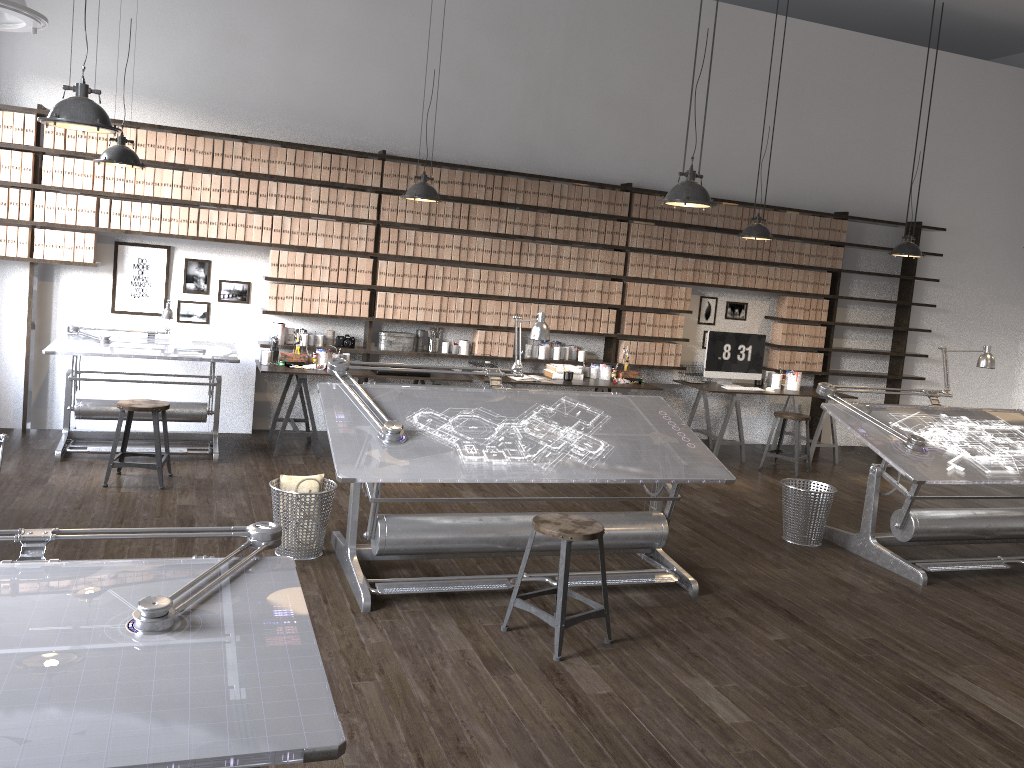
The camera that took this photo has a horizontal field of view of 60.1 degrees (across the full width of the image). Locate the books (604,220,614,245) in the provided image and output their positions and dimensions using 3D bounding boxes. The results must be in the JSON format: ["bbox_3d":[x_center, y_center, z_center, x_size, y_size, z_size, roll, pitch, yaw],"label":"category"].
[{"bbox_3d":[0.867,-1.405,8.235,0.067,0.225,0.175,4,6,-20],"label":"books"}]

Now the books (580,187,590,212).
[{"bbox_3d":[0.637,-1.690,8.119,0.067,0.225,0.175,4,6,-20],"label":"books"}]

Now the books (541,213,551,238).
[{"bbox_3d":[0.277,-1.431,8.023,0.066,0.224,0.175,4,6,-20],"label":"books"}]

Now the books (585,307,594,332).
[{"bbox_3d":[0.694,-0.603,8.266,0.067,0.225,0.175,4,6,-20],"label":"books"}]

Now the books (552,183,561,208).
[{"bbox_3d":[0.373,-1.701,8.021,0.066,0.224,0.175,4,6,-20],"label":"books"}]

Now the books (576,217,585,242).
[{"bbox_3d":[0.595,-1.417,8.141,0.066,0.224,0.175,4,6,-20],"label":"books"}]

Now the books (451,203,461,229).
[{"bbox_3d":[-0.510,-1.465,7.737,0.066,0.224,0.175,4,6,-20],"label":"books"}]

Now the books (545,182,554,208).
[{"bbox_3d":[0.306,-1.704,7.996,0.067,0.225,0.175,3,6,-20],"label":"books"}]

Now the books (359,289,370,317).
[{"bbox_3d":[-1.263,-0.688,7.549,0.067,0.225,0.175,3,6,-20],"label":"books"}]

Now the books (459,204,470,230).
[{"bbox_3d":[-0.437,-1.462,7.757,0.067,0.225,0.175,3,6,-20],"label":"books"}]

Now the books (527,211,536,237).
[{"bbox_3d":[0.148,-1.436,7.971,0.067,0.225,0.175,4,6,-20],"label":"books"}]

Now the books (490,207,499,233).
[{"bbox_3d":[-0.179,-1.450,7.851,0.066,0.224,0.175,3,6,-20],"label":"books"}]

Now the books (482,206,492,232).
[{"bbox_3d":[-0.247,-1.453,7.826,0.067,0.225,0.175,4,6,-20],"label":"books"}]

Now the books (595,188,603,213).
[{"bbox_3d":[0.763,-1.685,8.169,0.066,0.224,0.175,3,6,-20],"label":"books"}]

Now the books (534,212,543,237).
[{"bbox_3d":[0.211,-1.434,8.001,0.066,0.224,0.175,4,6,-20],"label":"books"}]

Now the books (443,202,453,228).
[{"bbox_3d":[-0.575,-1.468,7.708,0.066,0.224,0.175,4,6,-20],"label":"books"}]

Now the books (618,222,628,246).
[{"bbox_3d":[1.007,-1.399,8.289,0.066,0.224,0.175,4,6,-20],"label":"books"}]

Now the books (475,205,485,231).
[{"bbox_3d":[-0.308,-1.456,7.808,0.066,0.224,0.175,3,6,-20],"label":"books"}]

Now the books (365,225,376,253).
[{"bbox_3d":[-1.214,-1.230,7.510,0.066,0.224,0.175,4,6,-20],"label":"books"}]

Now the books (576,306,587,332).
[{"bbox_3d":[0.622,-0.607,8.245,0.066,0.224,0.175,3,6,-20],"label":"books"}]

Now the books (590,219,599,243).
[{"bbox_3d":[0.730,-1.411,8.186,0.066,0.224,0.175,3,6,-20],"label":"books"}]

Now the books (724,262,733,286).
[{"bbox_3d":[2.087,-1.086,8.718,0.066,0.224,0.175,3,6,-20],"label":"books"}]

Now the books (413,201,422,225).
[{"bbox_3d":[-0.834,-1.479,7.616,0.066,0.224,0.175,3,6,-20],"label":"books"}]

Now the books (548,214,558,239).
[{"bbox_3d":[0.344,-1.428,8.044,0.067,0.225,0.175,3,6,-20],"label":"books"}]

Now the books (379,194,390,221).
[{"bbox_3d":[-1.093,-1.491,7.524,0.066,0.224,0.175,3,6,-20],"label":"books"}]

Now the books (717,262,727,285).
[{"bbox_3d":[2.019,-1.088,8.688,0.067,0.225,0.175,4,6,-20],"label":"books"}]

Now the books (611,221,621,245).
[{"bbox_3d":[0.935,-1.403,8.266,0.066,0.224,0.175,3,6,-20],"label":"books"}]

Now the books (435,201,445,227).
[{"bbox_3d":[-0.642,-1.471,7.688,0.066,0.224,0.175,3,6,-20],"label":"books"}]

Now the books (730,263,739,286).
[{"bbox_3d":[2.151,-1.082,8.735,0.066,0.224,0.175,3,6,-20],"label":"books"}]

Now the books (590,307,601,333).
[{"bbox_3d":[0.761,-0.601,8.296,0.066,0.224,0.175,3,6,-20],"label":"books"}]

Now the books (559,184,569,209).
[{"bbox_3d":[0.440,-1.699,8.049,0.066,0.224,0.175,4,6,-20],"label":"books"}]

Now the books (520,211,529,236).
[{"bbox_3d":[0.084,-1.439,7.952,0.066,0.224,0.175,3,6,-20],"label":"books"}]

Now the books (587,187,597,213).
[{"bbox_3d":[0.705,-1.687,8.146,0.066,0.224,0.175,3,6,-20],"label":"books"}]

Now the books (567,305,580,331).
[{"bbox_3d":[0.557,-0.609,8.216,0.066,0.224,0.175,3,6,-20],"label":"books"}]

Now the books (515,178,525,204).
[{"bbox_3d":[0.044,-1.716,7.904,0.066,0.224,0.175,3,6,-20],"label":"books"}]

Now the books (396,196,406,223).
[{"bbox_3d":[-0.960,-1.484,7.566,0.067,0.225,0.175,4,6,-20],"label":"books"}]

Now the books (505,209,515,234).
[{"bbox_3d":[-0.042,-1.444,7.902,0.067,0.225,0.175,4,6,-20],"label":"books"}]

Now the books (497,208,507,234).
[{"bbox_3d":[-0.112,-1.448,7.879,0.066,0.224,0.175,3,6,-20],"label":"books"}]

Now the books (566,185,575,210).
[{"bbox_3d":[0.504,-1.696,8.077,0.066,0.224,0.175,3,6,-20],"label":"books"}]

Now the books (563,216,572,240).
[{"bbox_3d":[0.470,-1.423,8.094,0.066,0.224,0.175,4,6,-20],"label":"books"}]

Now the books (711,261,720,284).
[{"bbox_3d":[1.947,-1.092,8.667,0.066,0.224,0.175,3,6,-20],"label":"books"}]

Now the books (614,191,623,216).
[{"bbox_3d":[0.955,-1.677,8.241,0.066,0.224,0.175,3,6,-20],"label":"books"}]

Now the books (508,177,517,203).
[{"bbox_3d":[-0.023,-1.718,7.876,0.066,0.224,0.175,3,6,-20],"label":"books"}]

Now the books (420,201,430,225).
[{"bbox_3d":[-0.770,-1.476,7.635,0.067,0.225,0.175,4,6,-20],"label":"books"}]

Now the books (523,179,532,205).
[{"bbox_3d":[0.108,-1.714,7.932,0.066,0.224,0.175,4,6,-20],"label":"books"}]

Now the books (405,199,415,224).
[{"bbox_3d":[-0.893,-1.482,7.593,0.066,0.224,0.175,3,6,-20],"label":"books"}]

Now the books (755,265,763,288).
[{"bbox_3d":[2.418,-1.071,8.837,0.066,0.224,0.175,4,6,-20],"label":"books"}]

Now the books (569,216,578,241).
[{"bbox_3d":[0.534,-1.419,8.112,0.067,0.225,0.175,3,6,-20],"label":"books"}]

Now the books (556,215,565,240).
[{"bbox_3d":[0.412,-1.425,8.071,0.066,0.224,0.175,4,6,-20],"label":"books"}]

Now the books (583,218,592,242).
[{"bbox_3d":[0.662,-1.414,8.165,0.066,0.224,0.175,4,6,-20],"label":"books"}]

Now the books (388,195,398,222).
[{"bbox_3d":[-1.027,-1.488,7.546,0.066,0.224,0.175,3,6,-20],"label":"books"}]

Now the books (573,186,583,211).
[{"bbox_3d":[0.570,-1.693,8.099,0.066,0.224,0.175,3,6,-20],"label":"books"}]

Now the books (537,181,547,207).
[{"bbox_3d":[0.245,-1.707,7.978,0.066,0.224,0.175,4,6,-20],"label":"books"}]

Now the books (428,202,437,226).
[{"bbox_3d":[-0.709,-1.474,7.663,0.066,0.224,0.175,3,6,-20],"label":"books"}]

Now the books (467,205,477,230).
[{"bbox_3d":[-0.370,-1.459,7.788,0.066,0.224,0.175,4,6,-20],"label":"books"}]

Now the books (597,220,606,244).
[{"bbox_3d":[0.795,-1.409,8.214,0.066,0.224,0.175,3,6,-20],"label":"books"}]

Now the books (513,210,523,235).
[{"bbox_3d":[0.026,-1.442,7.929,0.066,0.224,0.175,3,6,-20],"label":"books"}]

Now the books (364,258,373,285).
[{"bbox_3d":[-1.234,-0.955,7.527,0.067,0.225,0.175,3,6,-20],"label":"books"}]

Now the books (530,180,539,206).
[{"bbox_3d":[0.174,-1.711,7.954,0.066,0.224,0.175,4,6,-20],"label":"books"}]
